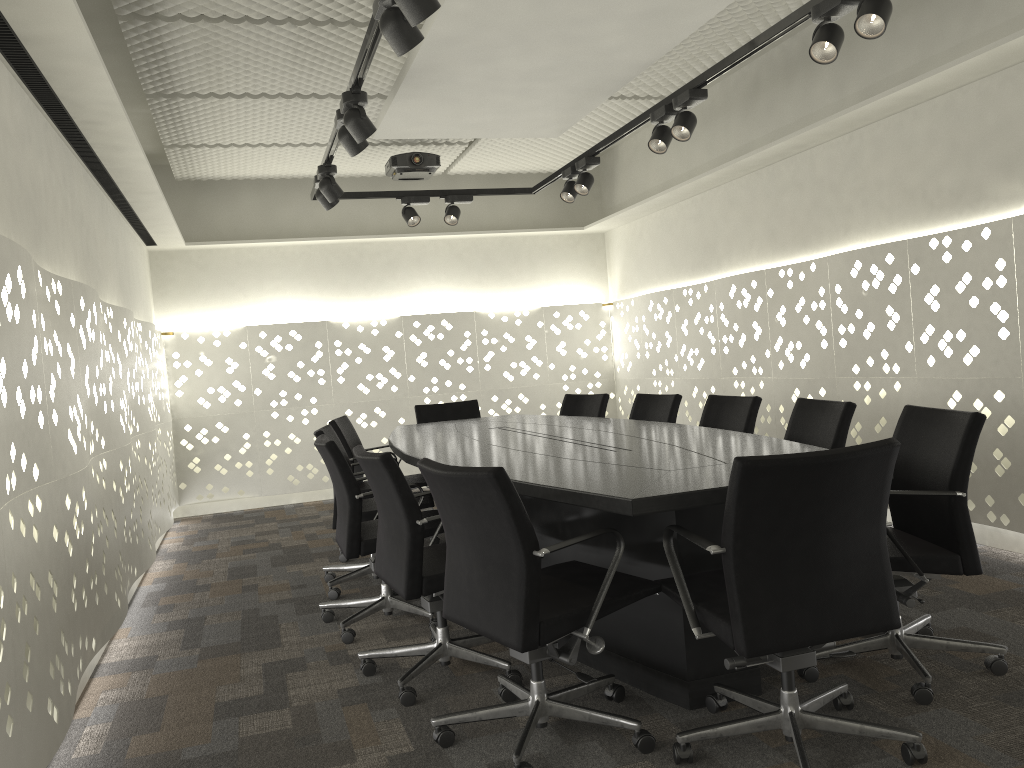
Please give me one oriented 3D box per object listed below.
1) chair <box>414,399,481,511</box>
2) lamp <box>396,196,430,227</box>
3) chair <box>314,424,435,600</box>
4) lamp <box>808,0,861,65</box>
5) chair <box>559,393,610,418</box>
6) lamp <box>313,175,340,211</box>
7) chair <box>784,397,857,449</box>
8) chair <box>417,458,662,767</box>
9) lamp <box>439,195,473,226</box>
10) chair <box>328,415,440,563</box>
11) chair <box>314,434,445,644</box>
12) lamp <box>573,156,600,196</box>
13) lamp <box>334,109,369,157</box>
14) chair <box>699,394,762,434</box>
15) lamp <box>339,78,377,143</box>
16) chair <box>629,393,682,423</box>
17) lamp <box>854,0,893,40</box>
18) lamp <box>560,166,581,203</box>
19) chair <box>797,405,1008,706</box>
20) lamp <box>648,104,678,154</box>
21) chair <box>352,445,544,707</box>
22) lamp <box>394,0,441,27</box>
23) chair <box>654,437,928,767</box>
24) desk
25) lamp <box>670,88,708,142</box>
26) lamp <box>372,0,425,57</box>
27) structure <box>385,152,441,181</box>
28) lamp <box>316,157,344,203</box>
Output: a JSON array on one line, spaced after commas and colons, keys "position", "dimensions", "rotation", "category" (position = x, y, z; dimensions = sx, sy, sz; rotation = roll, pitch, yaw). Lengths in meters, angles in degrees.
[{"position": [-0.318, 0.493, 5.505], "dimensions": [0.559, 0.757, 0.579], "rotation": [-5, 2, -12], "category": "chair"}, {"position": [-0.618, -1.100, 5.577], "dimensions": [0.213, 0.224, 0.126], "rotation": [-5, 2, -14], "category": "lamp"}, {"position": [-0.644, 0.560, 4.174], "dimensions": [0.579, 0.757, 0.559], "rotation": [-5, 2, -2], "category": "chair"}, {"position": [1.024, -1.153, 2.858], "dimensions": [0.126, 0.224, 0.213], "rotation": [-5, 2, -14], "category": "lamp"}, {"position": [0.309, 0.451, 5.197], "dimensions": [0.579, 0.757, 0.559], "rotation": [-6, 2, -27], "category": "chair"}, {"position": [-1.002, -1.045, 4.797], "dimensions": [0.126, 0.224, 0.213], "rotation": [-5, 2, -14], "category": "lamp"}, {"position": [1.000, 0.452, 3.297], "dimensions": [0.579, 0.757, 0.559], "rotation": [-5, 2, -2], "category": "chair"}, {"position": [0.060, 0.556, 2.372], "dimensions": [0.579, 0.757, 0.559], "rotation": [-6, 2, -27], "category": "chair"}, {"position": [-0.349, -1.125, 5.667], "dimensions": [0.214, 0.224, 0.118], "rotation": [-6, 2, -28], "category": "lamp"}, {"position": [-0.720, 0.544, 4.908], "dimensions": [0.579, 0.757, 0.559], "rotation": [-5, 2, 3], "category": "chair"}, {"position": [-0.505, 0.567, 3.552], "dimensions": [0.579, 0.757, 0.559], "rotation": [-5, 2, -12], "category": "chair"}, {"position": [0.404, -1.164, 4.932], "dimensions": [0.126, 0.224, 0.213], "rotation": [-5, 2, -14], "category": "lamp"}, {"position": [-0.656, -1.039, 3.640], "dimensions": [0.126, 0.224, 0.213], "rotation": [-5, 2, -14], "category": "lamp"}, {"position": [0.841, 0.445, 3.953], "dimensions": [0.579, 0.757, 0.559], "rotation": [-5, 2, -12], "category": "chair"}, {"position": [-0.592, -1.038, 3.426], "dimensions": [0.126, 0.224, 0.213], "rotation": [-5, 2, -14], "category": "lamp"}, {"position": [0.613, 0.445, 4.583], "dimensions": [0.579, 0.757, 0.559], "rotation": [-5, 2, -17], "category": "chair"}, {"position": [1.088, -1.151, 2.644], "dimensions": [0.126, 0.224, 0.213], "rotation": [-5, 2, -14], "category": "lamp"}, {"position": [0.340, -1.165, 5.146], "dimensions": [0.126, 0.224, 0.213], "rotation": [-5, 2, -14], "category": "lamp"}, {"position": [1.095, 0.465, 2.611], "dimensions": [0.579, 0.757, 0.559], "rotation": [-5, 2, 3], "category": "chair"}, {"position": [0.678, -1.159, 4.015], "dimensions": [0.126, 0.224, 0.213], "rotation": [-5, 2, -14], "category": "lamp"}, {"position": [-0.232, 0.564, 2.913], "dimensions": [0.579, 0.757, 0.559], "rotation": [-5, 2, -17], "category": "chair"}, {"position": [-0.254, -1.031, 2.294], "dimensions": [0.126, 0.224, 0.213], "rotation": [-5, 2, -14], "category": "lamp"}, {"position": [0.635, 0.516, 2.165], "dimensions": [0.559, 0.757, 0.579], "rotation": [-5, 2, -12], "category": "chair"}, {"position": [0.173, 0.555, 3.792], "dimensions": [1.223, 0.658, 3.364], "rotation": [-5, 2, -17], "category": "desk"}, {"position": [0.742, -1.158, 3.801], "dimensions": [0.126, 0.224, 0.213], "rotation": [-5, 2, -14], "category": "lamp"}, {"position": [-0.318, -1.032, 2.508], "dimensions": [0.126, 0.224, 0.213], "rotation": [-5, 2, -14], "category": "lamp"}, {"position": [-0.664, -1.445, 5.901], "dimensions": [0.327, 0.144, 0.371], "rotation": [-5, 2, -17], "category": "structure"}, {"position": [-0.938, -1.044, 4.583], "dimensions": [0.126, 0.224, 0.213], "rotation": [-5, 2, -14], "category": "lamp"}]
